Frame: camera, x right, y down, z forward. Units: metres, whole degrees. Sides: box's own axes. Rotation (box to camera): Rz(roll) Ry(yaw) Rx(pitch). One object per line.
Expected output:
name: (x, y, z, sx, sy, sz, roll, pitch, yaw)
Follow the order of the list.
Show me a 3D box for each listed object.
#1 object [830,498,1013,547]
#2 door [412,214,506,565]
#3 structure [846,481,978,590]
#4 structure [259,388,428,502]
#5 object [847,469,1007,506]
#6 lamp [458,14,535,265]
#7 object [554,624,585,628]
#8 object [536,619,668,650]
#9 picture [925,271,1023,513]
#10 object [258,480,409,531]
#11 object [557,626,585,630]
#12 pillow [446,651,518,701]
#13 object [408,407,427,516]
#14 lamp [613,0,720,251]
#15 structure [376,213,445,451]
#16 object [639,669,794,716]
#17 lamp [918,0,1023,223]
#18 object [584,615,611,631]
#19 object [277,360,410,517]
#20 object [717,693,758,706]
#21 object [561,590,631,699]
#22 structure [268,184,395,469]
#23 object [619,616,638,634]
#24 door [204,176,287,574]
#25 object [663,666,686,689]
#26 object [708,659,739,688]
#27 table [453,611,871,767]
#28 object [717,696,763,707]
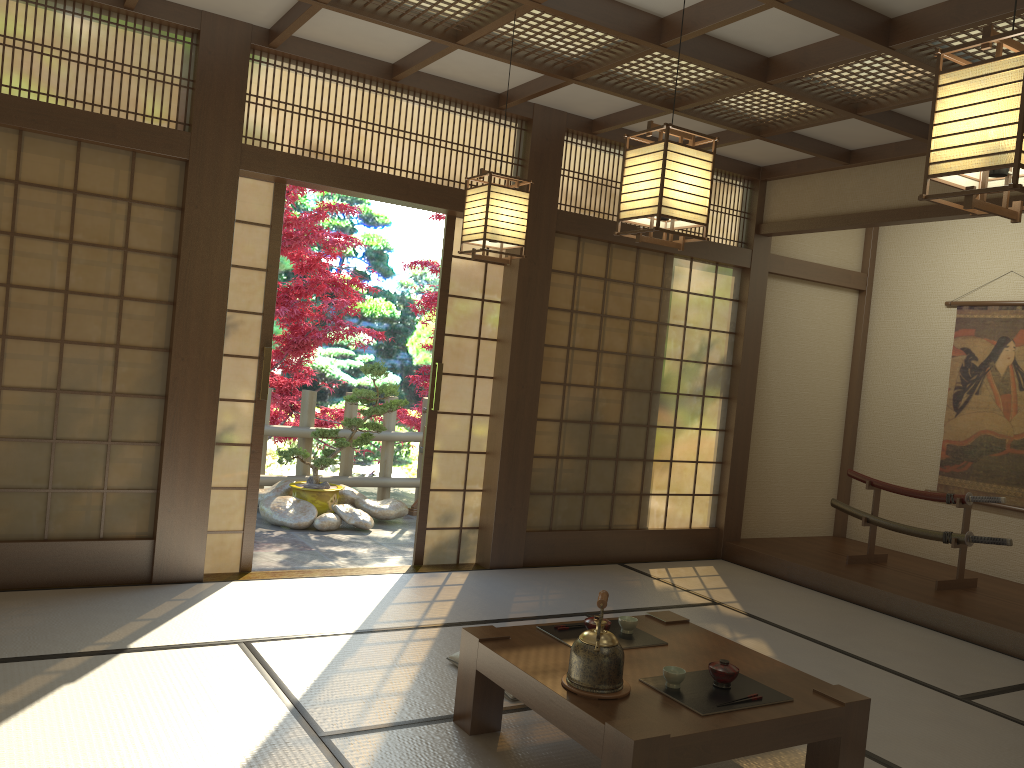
object: (2.771, 0.979, 6.116, 0.100, 0.144, 1.369, 5, 2, -30)
door: (0.294, 0.120, 6.101, 1.894, 2.380, 0.073, 5, 2, -31)
structure: (2.792, 1.029, 6.157, 0.446, 0.604, 0.712, 5, 2, -31)
structure: (-1.793, 0.611, 7.935, 7.456, 1.136, 0.245, 5, 2, -31)
object: (2.806, 0.730, 6.088, 0.086, 0.121, 1.186, 5, 2, -30)
lamp: (-0.039, -1.114, 4.018, 0.240, 1.129, 0.240, 5, 2, -31)
object: (0.247, 0.930, 3.420, 0.200, 0.008, 0.008, 5, 2, -31)
object: (0.339, 0.949, 3.344, 0.400, 0.007, 0.300, 5, 2, -31)
picture: (3.546, 0.033, 6.477, 0.038, 1.725, 0.952, 5, 2, -31)
object: (-1.502, 0.996, 7.385, 1.260, 0.276, 1.147, 5, 2, -35)
object: (0.255, 0.931, 3.404, 0.200, 0.008, 0.008, 5, 2, -35)
pillow: (0.047, 1.217, 3.839, 0.496, 0.107, 0.486, 4, 2, -38)
object: (-0.446, 0.684, 7.814, 1.045, 1.061, 0.368, 7, 2, 37)
lamp: (0.561, -1.031, 3.023, 0.240, 1.129, 0.240, 5, 2, -31)
structure: (0.240, -0.644, 10.124, 3.045, 4.004, 3.412, 5, 2, -29)
object: (0.661, 0.991, 2.877, 0.400, 0.007, 0.300, 5, 2, -31)
lamp: (1.161, -0.948, 2.028, 0.240, 1.129, 0.240, 5, 2, -31)
object: (0.317, 0.901, 3.294, 0.100, 0.080, 0.100, 5, 2, -31)
object: (-1.408, 0.450, 7.411, 1.032, 1.362, 0.586, 5, 1, -5)
object: (0.708, 0.991, 2.784, 0.200, 0.008, 0.008, 4, 2, -38)
object: (0.277, 0.811, 2.805, 0.219, 0.296, 0.226, 5, 2, -36)
structure: (-2.762, -0.888, 8.197, 3.412, 4.004, 3.045, 6, 1, 1)
object: (0.445, 0.928, 3.409, 0.074, 0.052, 0.073, 6, 1, 12)
door: (-2.195, -0.084, 4.584, 1.894, 2.380, 0.073, 5, 2, -31)
object: (0.522, 0.949, 2.863, 0.074, 0.052, 0.073, 6, 1, 12)
object: (0.693, 0.947, 2.907, 0.100, 0.080, 0.100, 5, 2, -31)
table: (0.482, 1.138, 3.090, 1.000, 0.350, 1.000, 5, 2, -31)
object: (0.713, 0.992, 2.772, 0.200, 0.008, 0.008, 5, 2, -33)
